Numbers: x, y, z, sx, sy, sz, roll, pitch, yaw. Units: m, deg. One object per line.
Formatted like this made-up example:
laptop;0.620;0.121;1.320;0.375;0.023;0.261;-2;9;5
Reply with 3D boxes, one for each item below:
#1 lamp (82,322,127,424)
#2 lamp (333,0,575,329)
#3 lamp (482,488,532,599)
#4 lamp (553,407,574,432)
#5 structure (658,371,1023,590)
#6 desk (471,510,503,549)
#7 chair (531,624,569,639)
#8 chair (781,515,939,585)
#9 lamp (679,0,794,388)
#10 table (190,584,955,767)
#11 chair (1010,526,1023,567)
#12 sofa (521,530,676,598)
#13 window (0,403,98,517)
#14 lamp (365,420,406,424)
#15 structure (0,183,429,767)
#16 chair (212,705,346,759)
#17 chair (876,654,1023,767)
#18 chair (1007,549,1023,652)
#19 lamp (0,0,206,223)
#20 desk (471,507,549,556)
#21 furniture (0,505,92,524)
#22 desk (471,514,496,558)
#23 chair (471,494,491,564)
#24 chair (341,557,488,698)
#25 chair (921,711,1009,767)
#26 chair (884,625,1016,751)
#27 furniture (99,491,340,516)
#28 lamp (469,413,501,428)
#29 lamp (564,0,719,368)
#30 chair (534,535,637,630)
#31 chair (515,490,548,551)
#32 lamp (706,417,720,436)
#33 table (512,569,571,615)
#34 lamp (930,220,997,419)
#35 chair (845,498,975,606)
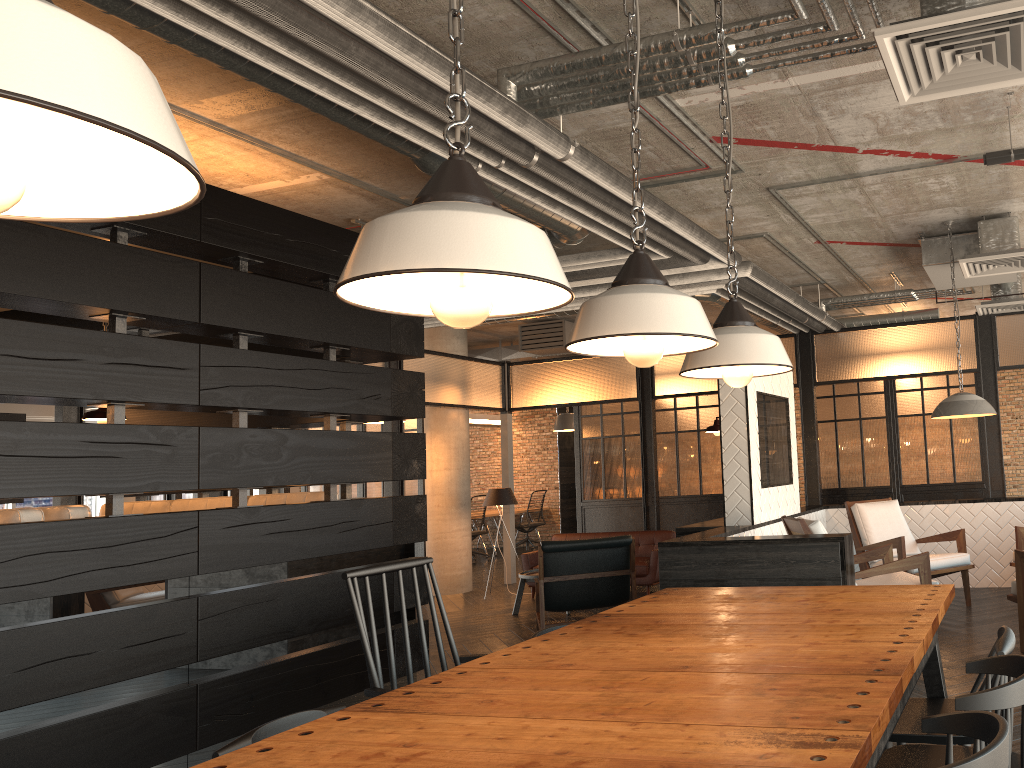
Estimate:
lamp;-2.231;-0.293;4.573;0.180;1.048;0.208;-3;-5;19
lamp;-0.105;-0.953;1.416;0.314;1.733;0.418;-6;-6;37
lamp;0.093;1.758;9.407;0.926;1.176;0.497;0;-5;-17
lamp;0.827;-0.044;12.626;0.483;1.499;0.407;-1;-5;-12
structure;3.347;0.764;6.476;3.572;2.110;4.125;-6;-7;26
desk;-0.816;2.697;15.075;0.717;0.718;1.838;-6;-7;30
chair;0.305;1.203;2.811;0.401;0.735;0.417;-5;-6;25
chair;2.371;1.335;5.685;0.992;0.905;0.685;-2;-6;-7
lamp;0.686;-0.850;2.686;0.310;1.733;0.423;-7;-7;44
table;0.026;1.027;1.396;1.064;0.790;4.195;-6;-7;31
chair;4.657;1.335;6.799;1.036;0.905;0.651;-1;-6;-17
sofa;0.975;1.924;8.913;1.467;0.636;0.744;-5;-7;21
window;-7.423;1.671;12.348;0.219;2.868;2.787;-5;-6;31
lamp;-1.403;-0.334;9.041;0.483;1.499;0.407;-1;-5;-12
structure;-4.781;0.561;3.519;5.507;2.735;6.105;-6;-7;25
chair;-0.366;1.141;1.900;0.418;0.724;0.417;-5;-6;25
chair;1.116;1.073;2.086;0.401;0.735;0.417;-5;-6;25
chair;3.691;1.206;5.209;0.827;0.905;0.809;1;-7;-29
lamp;-0.500;-1.004;0.780;0.346;1.733;0.386;-3;-5;15
desk;-0.124;2.632;14.846;0.717;0.718;1.838;-6;-7;30
furniture;-2.702;1.216;3.727;1.700;1.257;1.186;-5;-6;23
desk;-1.094;2.506;13.287;0.717;0.718;1.838;-6;-7;30
chair;-0.731;2.300;13.182;0.629;1.060;0.771;-5;-6;26
chair;-0.156;1.032;2.395;0.441;1.030;0.510;-4;-6;26
chair;0.766;1.039;1.619;0.401;0.735;0.417;-5;-6;25
chair;1.320;1.119;2.533;0.418;0.724;0.417;-5;-6;25
furniture;-1.919;1.318;4.985;1.704;1.257;0.653;-5;-6;20
lamp;-1.081;0.294;14.274;0.267;0.856;3.818;-5;-7;31
lamp;0.290;-0.901;2.051;0.310;1.733;0.423;-7;-7;44
chair;0.577;1.613;6.728;0.804;0.793;0.956;-2;-6;-7
chair;0.250;2.427;14.759;0.629;1.060;0.771;-5;-6;26
lamp;1.661;0.331;6.672;0.244;0.171;0.182;-2;-6;-9
table;0.438;1.980;8.009;0.654;0.371;0.776;-5;-7;21
lamp;3.478;-0.516;6.512;0.442;1.541;0.578;-5;-6;34
chair;3.363;1.446;7.125;0.817;0.905;0.821;0;-6;-23
